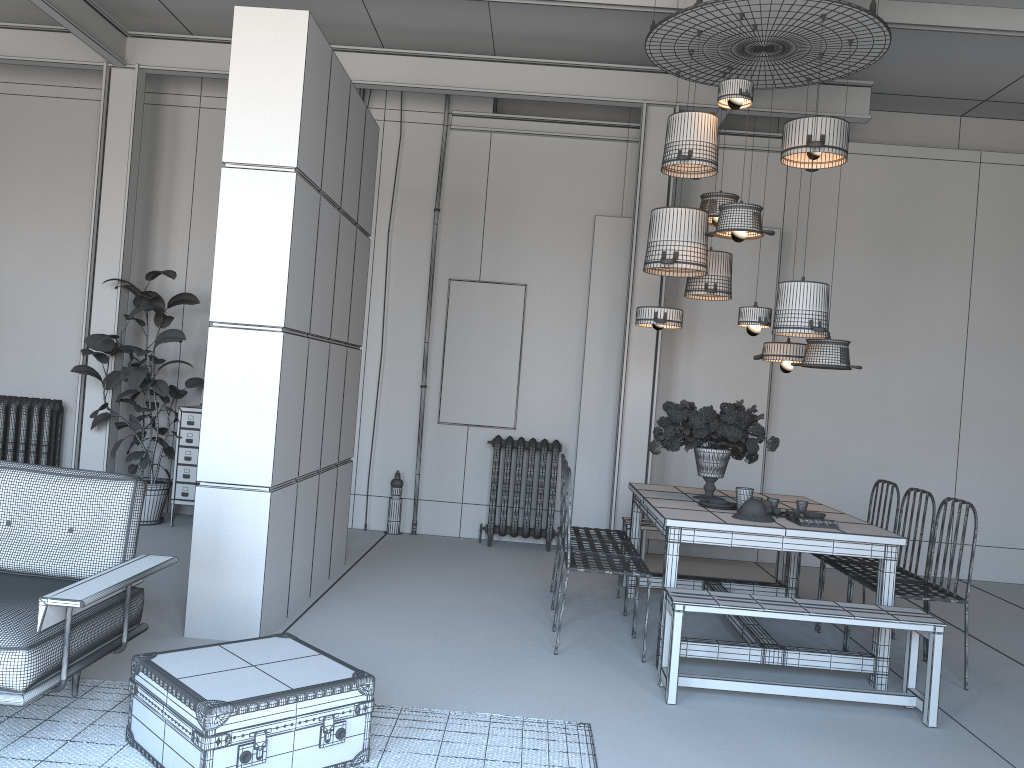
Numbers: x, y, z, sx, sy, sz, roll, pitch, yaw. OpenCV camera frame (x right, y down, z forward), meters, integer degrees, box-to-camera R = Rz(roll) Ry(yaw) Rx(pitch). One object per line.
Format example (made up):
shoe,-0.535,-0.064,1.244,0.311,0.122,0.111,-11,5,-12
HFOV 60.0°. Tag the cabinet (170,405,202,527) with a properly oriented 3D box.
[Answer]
cabinet,-2.463,0.735,7.825,0.796,1.026,0.668,4,0,2

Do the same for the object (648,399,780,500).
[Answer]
object,1.248,0.405,5.645,0.782,0.654,0.697,4,0,4

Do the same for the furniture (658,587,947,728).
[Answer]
furniture,1.353,1.290,4.219,1.260,0.478,0.300,4,0,2

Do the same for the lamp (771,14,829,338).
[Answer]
lamp,1.713,-1.197,5.061,0.312,1.845,0.352,4,0,27

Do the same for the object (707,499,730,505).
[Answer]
object,1.221,0.707,5.255,0.135,0.029,0.135,5,0,-6

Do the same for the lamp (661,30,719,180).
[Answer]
lamp,1.116,-1.731,5.418,0.392,0.870,0.346,5,0,-28

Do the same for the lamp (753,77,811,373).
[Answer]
lamp,1.945,-1.083,6.046,0.404,2.026,0.323,4,0,5

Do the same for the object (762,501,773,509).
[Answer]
object,1.466,0.706,5.101,0.065,0.064,0.065,5,0,-13

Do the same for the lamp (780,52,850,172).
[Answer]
lamp,1.933,-1.752,5.609,0.403,0.687,0.505,5,0,-20

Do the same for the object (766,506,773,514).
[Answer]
object,1.457,0.716,5.034,0.051,0.045,0.045,5,0,-21

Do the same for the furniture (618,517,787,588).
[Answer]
furniture,1.446,1.308,6.658,1.260,0.478,0.300,4,0,2

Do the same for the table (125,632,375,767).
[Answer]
table,-0.941,1.194,3.254,0.706,0.330,0.667,5,0,-43

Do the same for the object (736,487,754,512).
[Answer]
object,1.319,0.665,5.044,0.102,0.146,0.102,5,0,-33

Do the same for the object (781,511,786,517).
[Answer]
object,1.562,0.739,5.071,0.024,0.015,0.249,4,0,21

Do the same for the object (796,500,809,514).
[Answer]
object,1.722,0.733,5.267,0.071,0.076,0.071,5,0,-41

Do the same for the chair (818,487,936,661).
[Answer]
chair,2.219,1.108,5.409,0.488,0.975,0.474,4,0,2

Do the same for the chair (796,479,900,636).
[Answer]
chair,2.233,1.111,5.918,0.488,0.975,0.474,4,0,2

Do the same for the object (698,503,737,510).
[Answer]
object,1.216,0.724,5.225,0.236,0.015,0.236,5,0,-26

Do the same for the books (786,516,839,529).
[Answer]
books,1.620,0.739,4.789,0.202,0.041,0.249,4,0,0

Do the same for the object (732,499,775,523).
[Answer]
object,1.310,0.729,4.823,0.236,0.211,0.260,4,0,20

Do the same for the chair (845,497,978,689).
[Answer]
chair,2.206,1.104,4.913,0.488,0.975,0.474,4,0,2

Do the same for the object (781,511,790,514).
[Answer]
object,1.551,0.735,5.064,0.021,0.019,0.174,4,0,-1

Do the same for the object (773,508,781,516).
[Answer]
object,1.494,0.719,5.001,0.044,0.043,0.043,5,0,-26

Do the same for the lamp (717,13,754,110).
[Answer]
lamp,1.311,-1.870,5.141,0.253,0.564,0.202,4,0,40

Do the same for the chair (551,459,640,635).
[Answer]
chair,0.525,0.975,5.466,0.488,0.975,0.474,4,0,2

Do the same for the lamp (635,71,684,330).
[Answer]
lamp,1.079,-1.265,6.117,0.323,1.798,0.404,5,0,-30

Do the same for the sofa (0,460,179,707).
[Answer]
sofa,-2.576,0.736,3.329,2.347,0.948,0.952,4,0,2

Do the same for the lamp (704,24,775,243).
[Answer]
lamp,1.399,-1.491,5.283,0.359,1.306,0.301,5,0,-5

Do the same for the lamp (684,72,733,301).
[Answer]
lamp,1.399,-1.363,6.066,0.364,1.553,0.322,5,0,-43

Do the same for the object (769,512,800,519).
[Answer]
object,1.501,0.746,5.104,0.213,0.012,0.335,5,0,-22

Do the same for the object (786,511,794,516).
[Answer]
object,1.582,0.738,5.057,0.024,0.017,0.249,4,0,11

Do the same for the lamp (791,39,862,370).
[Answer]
lamp,1.977,-1.095,5.374,0.359,2.004,0.301,4,0,0

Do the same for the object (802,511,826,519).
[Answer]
object,1.732,0.755,5.089,0.133,0.029,0.133,5,0,-41

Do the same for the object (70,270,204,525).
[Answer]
object,-3.146,0.102,7.492,0.868,2.157,1.270,4,0,2

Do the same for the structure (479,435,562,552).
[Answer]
structure,0.103,0.974,7.906,0.733,1.007,0.328,4,0,2

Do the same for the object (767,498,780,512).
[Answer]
object,1.516,0.704,5.157,0.071,0.076,0.071,4,0,27

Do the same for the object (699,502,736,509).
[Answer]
object,1.210,0.717,5.231,0.211,0.024,0.211,4,0,21

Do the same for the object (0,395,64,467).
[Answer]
object,-4.432,0.619,8.032,0.733,1.007,0.328,4,0,2

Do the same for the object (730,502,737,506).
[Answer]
object,1.395,0.738,5.412,0.182,0.016,0.179,4,0,6

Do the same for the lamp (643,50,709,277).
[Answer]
lamp,1.110,-1.440,5.733,0.470,1.447,0.415,5,0,-28

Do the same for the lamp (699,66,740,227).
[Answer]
lamp,1.419,-1.592,5.953,0.301,1.094,0.359,4,0,20

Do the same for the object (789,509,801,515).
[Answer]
object,1.643,0.746,5.215,0.054,0.037,0.121,5,0,-20

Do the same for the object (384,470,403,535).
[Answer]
object,-1.051,1.107,8.078,0.173,0.647,0.206,4,0,37

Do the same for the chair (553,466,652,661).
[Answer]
chair,0.511,0.971,4.957,0.488,0.975,0.474,4,0,2

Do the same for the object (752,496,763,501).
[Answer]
object,1.420,0.696,5.157,0.071,0.076,0.071,4,0,-1

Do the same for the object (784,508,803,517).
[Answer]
object,1.606,0.735,5.057,0.021,0.026,0.173,5,0,-14

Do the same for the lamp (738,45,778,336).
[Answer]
lamp,1.581,-1.211,5.549,0.253,1.831,0.202,4,0,40

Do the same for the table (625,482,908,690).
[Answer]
table,1.396,1.154,5.432,1.239,0.819,1.784,4,0,2

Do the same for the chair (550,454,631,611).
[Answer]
chair,0.539,0.978,5.962,0.488,0.975,0.474,4,0,2

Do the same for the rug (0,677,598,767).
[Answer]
rug,-0.951,1.344,2.832,2.524,0.007,1.961,4,0,2

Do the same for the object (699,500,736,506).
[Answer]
object,1.210,0.712,5.231,0.211,0.024,0.211,4,0,44
